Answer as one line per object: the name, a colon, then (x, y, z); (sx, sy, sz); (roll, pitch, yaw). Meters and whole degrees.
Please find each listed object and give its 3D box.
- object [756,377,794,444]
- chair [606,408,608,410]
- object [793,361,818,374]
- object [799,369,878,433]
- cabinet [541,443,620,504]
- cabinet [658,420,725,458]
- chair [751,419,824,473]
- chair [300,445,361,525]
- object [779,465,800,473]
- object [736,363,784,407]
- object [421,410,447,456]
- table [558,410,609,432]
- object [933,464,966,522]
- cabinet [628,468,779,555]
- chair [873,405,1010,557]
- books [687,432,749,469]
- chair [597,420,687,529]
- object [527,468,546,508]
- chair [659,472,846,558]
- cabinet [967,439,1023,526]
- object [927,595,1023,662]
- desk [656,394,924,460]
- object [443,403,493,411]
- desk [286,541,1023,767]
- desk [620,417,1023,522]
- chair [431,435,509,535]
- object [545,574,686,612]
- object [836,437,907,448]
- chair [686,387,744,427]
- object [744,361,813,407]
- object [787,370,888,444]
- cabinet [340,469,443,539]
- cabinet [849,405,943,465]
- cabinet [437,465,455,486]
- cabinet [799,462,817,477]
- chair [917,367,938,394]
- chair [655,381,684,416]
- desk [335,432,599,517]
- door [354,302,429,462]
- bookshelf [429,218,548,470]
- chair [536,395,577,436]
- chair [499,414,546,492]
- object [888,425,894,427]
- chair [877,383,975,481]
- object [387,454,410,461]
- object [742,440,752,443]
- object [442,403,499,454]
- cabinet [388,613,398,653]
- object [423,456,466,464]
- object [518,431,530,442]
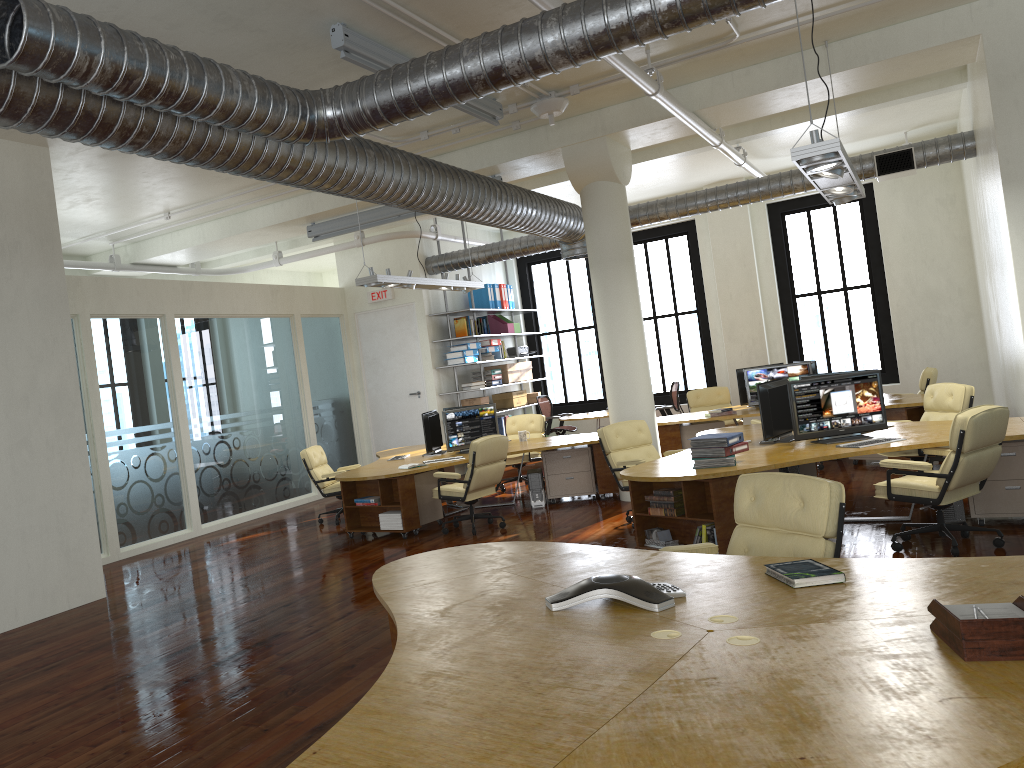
object: (2.396, 0.239, 8.053); (0.320, 0.552, 0.730); (-8, 0, 38)
chair: (2.086, 0.585, 15.775); (0.796, 1.158, 0.687); (-7, 0, 37)
object: (3.997, -0.040, 12.006); (0.295, 0.552, 0.796); (-7, 1, -1)
object: (2.966, 0.166, 7.990); (0.269, 0.552, 0.870); (-7, 0, -30)
cabinet: (0.850, 1.055, 11.018); (0.917, 0.709, 0.860); (-7, 0, 6)
cabinet: (2.392, 0.835, 12.134); (0.909, 0.709, 0.868); (-7, 0, 3)
chair: (3.359, 0.576, 10.727); (0.719, 1.021, 0.779); (-7, 0, -2)
chair: (-2.294, 1.295, 11.679); (0.822, 1.021, 0.680); (-7, 0, 14)
object: (2.567, 1.023, 8.719); (0.484, 0.411, 0.178); (-7, 0, 2)
object: (3.479, 0.022, 12.341); (0.763, 0.552, 0.307); (-8, 0, -18)
object: (-1.036, 0.626, 11.426); (0.305, 0.552, 0.770); (-7, 1, 10)
table: (1.593, 0.868, 15.072); (1.350, 0.745, 1.617); (-8, 1, -36)
object: (3.644, 0.906, 7.402); (0.196, 0.411, 0.439); (-8, 0, 26)
cabinet: (1.622, 1.023, 7.213); (0.816, 0.709, 0.960); (-8, 1, -32)
chair: (3.131, 0.681, 6.469); (0.652, 1.021, 0.853); (-7, 0, -37)
books: (1.596, 0.527, 7.035); (0.456, 0.227, 0.415); (-7, 1, 40)
chair: (1.372, 0.869, 8.774); (0.657, 1.021, 0.847); (-7, 0, -32)
object: (0.305, 1.278, 10.932); (0.186, 0.411, 0.465); (-7, 0, 4)
chair: (1.140, 0.979, 4.300); (0.734, 1.021, 0.761); (-7, 0, -22)
cabinet: (4.116, 0.702, 7.001); (0.968, 0.709, 0.809); (-7, 0, 29)
object: (1.378, 0.691, 2.561); (0.238, 0.116, 0.294); (-7, 1, 12)
desk: (4.021, 0.603, 12.191); (4.261, 0.734, 3.177); (-7, 1, 34)
object: (-0.540, 0.558, 11.607); (0.888, 0.552, 0.263); (-7, 0, 39)
desk: (1.113, 1.147, 2.923); (3.599, 0.734, 3.792); (-7, 1, 5)
desk: (2.736, 0.841, 8.209); (3.919, 0.734, 3.484); (-7, 1, 0)
chair: (-0.446, 1.089, 9.720); (0.857, 1.021, 0.648); (-7, 0, 38)
object: (0.420, 0.809, 3.566); (0.559, 0.093, 0.399); (-7, 1, 24)
object: (2.863, 0.467, 7.077); (0.449, 0.016, 0.243); (-8, 1, -19)
chair: (3.080, 0.565, 13.368); (0.732, 1.021, 0.766); (-7, 0, 3)
object: (3.535, 0.025, 11.728); (0.873, 0.552, 0.268); (-7, 0, 26)
object: (2.756, 0.203, 7.488); (0.802, 0.552, 0.293); (-7, 0, -2)
cabinet: (-1.348, 1.355, 10.270); (0.972, 0.709, 0.805); (-7, 1, 36)
cabinet: (4.596, 0.576, 10.543); (0.821, 0.709, 0.956); (-8, 1, -27)
cabinet: (-1.299, 1.305, 12.693); (0.827, 0.709, 0.950); (-8, 0, -24)
cabinet: (2.625, 0.856, 9.248); (0.890, 0.709, 0.887); (-7, 0, -2)
chair: (5.204, 0.318, 11.715); (0.854, 1.021, 0.650); (-7, 0, 33)
chair: (-1.140, 1.026, 14.588); (7.952, 1.158, 0.938); (-7, 0, 2)
desk: (-0.794, 1.239, 11.699); (3.643, 0.734, 3.734); (-8, 1, -23)
door: (-2.014, 0.182, 15.300); (1.350, 3.030, 0.088); (-8, 0, 31)
bookshelf: (-0.312, -0.682, 16.203); (0.714, 4.603, 3.301); (-8, 0, 26)
chair: (0.865, 0.746, 15.619); (0.832, 1.158, 0.658); (-7, 0, 32)
chair: (0.085, 0.968, 12.612); (0.788, 1.021, 0.705); (-7, 0, 38)
object: (3.222, 0.400, 8.184); (0.210, 0.016, 0.517); (-8, 1, -34)
chair: (3.993, 0.531, 8.630); (0.784, 1.021, 0.715); (-7, 0, -1)
object: (-1.467, 0.952, 11.484); (0.237, 0.016, 0.460); (-7, 1, 5)
object: (1.987, 0.561, 8.167); (0.252, 0.016, 0.429); (-6, 1, 43)
object: (-0.494, 0.563, 11.020); (0.743, 0.552, 0.315); (-8, 0, -29)
cabinet: (-0.022, 1.288, 4.343); (0.823, 0.709, 0.954); (-8, 1, -26)
object: (-0.793, 0.885, 10.331); (0.472, 0.016, 0.231); (-7, 1, -3)
object: (0.155, 0.682, 11.634); (0.134, 0.131, 0.115); (-8, 0, -20)
